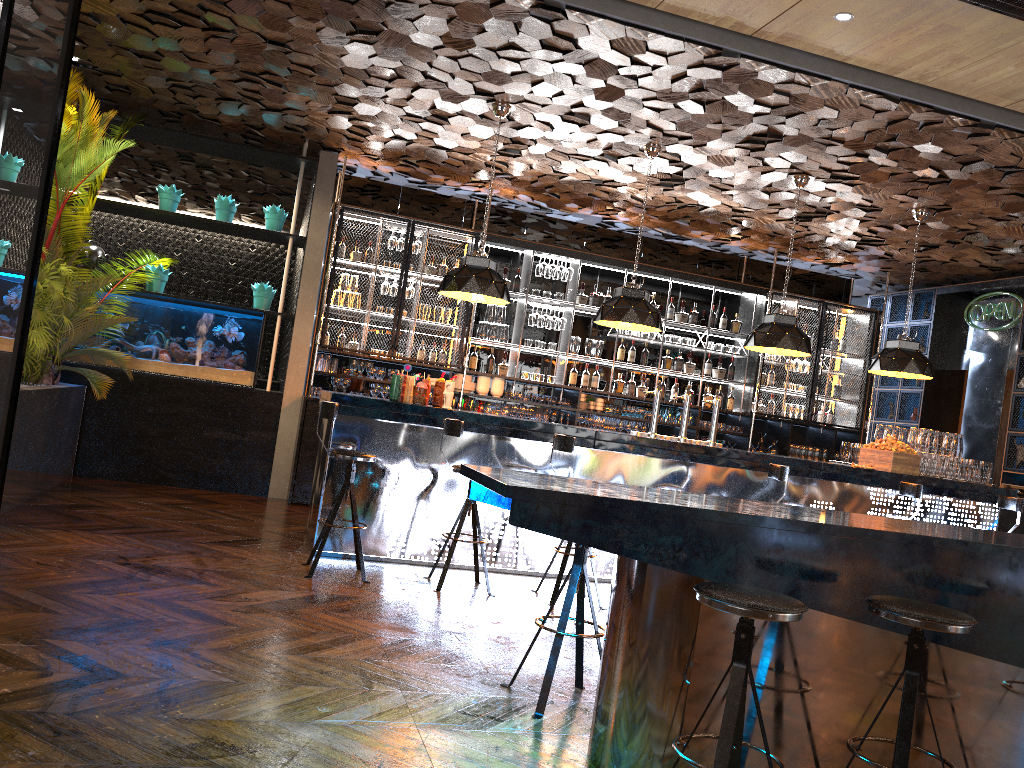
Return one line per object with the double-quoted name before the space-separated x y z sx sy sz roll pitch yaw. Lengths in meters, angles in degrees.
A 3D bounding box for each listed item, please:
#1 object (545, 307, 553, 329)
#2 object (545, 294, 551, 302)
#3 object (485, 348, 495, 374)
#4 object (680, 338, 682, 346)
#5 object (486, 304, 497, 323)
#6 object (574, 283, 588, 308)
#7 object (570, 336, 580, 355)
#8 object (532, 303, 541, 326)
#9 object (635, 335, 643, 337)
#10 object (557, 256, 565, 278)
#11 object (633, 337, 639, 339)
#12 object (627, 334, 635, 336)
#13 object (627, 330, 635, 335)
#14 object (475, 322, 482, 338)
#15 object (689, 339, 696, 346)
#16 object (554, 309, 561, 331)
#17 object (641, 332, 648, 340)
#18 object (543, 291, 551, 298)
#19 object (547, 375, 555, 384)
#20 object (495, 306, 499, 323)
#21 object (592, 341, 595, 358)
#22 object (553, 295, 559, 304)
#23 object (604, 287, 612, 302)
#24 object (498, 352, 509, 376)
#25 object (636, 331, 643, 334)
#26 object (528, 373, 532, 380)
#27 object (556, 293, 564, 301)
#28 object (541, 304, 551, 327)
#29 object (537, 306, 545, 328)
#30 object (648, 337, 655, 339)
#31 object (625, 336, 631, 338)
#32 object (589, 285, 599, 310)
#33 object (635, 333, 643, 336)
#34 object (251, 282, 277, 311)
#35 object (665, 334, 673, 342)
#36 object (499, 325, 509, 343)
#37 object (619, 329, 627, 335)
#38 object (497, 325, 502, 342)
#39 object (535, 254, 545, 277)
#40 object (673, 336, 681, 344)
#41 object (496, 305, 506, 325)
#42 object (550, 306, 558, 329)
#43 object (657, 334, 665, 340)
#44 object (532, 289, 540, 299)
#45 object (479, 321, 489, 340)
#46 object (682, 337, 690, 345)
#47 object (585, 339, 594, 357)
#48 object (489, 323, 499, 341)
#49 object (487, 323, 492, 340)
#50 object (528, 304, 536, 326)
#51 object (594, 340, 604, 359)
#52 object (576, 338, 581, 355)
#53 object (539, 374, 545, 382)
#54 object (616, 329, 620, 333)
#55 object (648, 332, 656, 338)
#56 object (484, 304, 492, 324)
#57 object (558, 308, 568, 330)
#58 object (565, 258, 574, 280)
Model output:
"object" 0.432 -0.753 10.146 0.092 0.244 0.092 7 -2 35
"object" 0.403 -0.993 10.161 0.089 0.092 0.089 8 -2 -5
"object" -0.235 -0.253 9.865 0.086 0.297 0.086 8 -2 18
"object" 1.984 -0.505 10.575 0.089 0.092 0.089 9 -2 -16
"object" -0.224 -0.787 9.877 0.105 0.209 0.105 7 -2 30
"object" 0.798 -1.022 10.169 0.123 0.279 0.123 9 -2 -27
"object" 0.708 -0.435 10.085 0.105 0.209 0.105 7 -2 30
"object" 0.277 -0.782 9.932 0.092 0.244 0.092 7 -2 35
"object" 1.482 -0.585 10.329 0.089 0.092 0.089 9 -2 -26
"object" 0.559 -1.318 10.003 0.092 0.244 0.092 7 -2 35
"object" 1.464 -0.583 10.474 0.089 0.092 0.089 8 -2 10
"object" 1.382 -0.601 10.262 0.089 0.092 0.089 10 -2 -44
"object" 1.385 -0.621 10.262 0.089 0.092 0.089 7 -2 26
"object" -0.351 -0.592 9.967 0.105 0.209 0.105 7 -2 30
"object" 2.129 -0.486 10.501 0.089 0.092 0.089 7 -2 29
"object" 0.531 -0.738 10.173 0.092 0.244 0.092 7 -2 35
"object" 1.568 -0.568 10.467 0.089 0.092 0.089 9 -2 -26
"object" 0.389 -0.998 10.030 0.089 0.092 0.089 7 -2 43
"object" 0.440 -0.046 10.039 0.089 0.092 0.089 8 -2 -5
"object" -0.144 -0.772 10.003 0.105 0.209 0.105 7 -2 30
"object" 0.974 -0.391 10.275 0.105 0.209 0.105 7 -2 30
"object" 0.519 -0.974 10.205 0.089 0.092 0.089 7 -2 43
"object" 1.107 -0.977 10.254 0.083 0.282 0.083 8 -2 0
"object" -0.090 -0.220 9.918 0.123 0.279 0.123 8 -2 -2
"object" 1.489 -0.633 10.331 0.089 0.092 0.089 9 -2 -20
"object" 0.176 -0.082 10.119 0.089 0.092 0.089 10 -2 -44
"object" 0.539 -0.977 10.019 0.089 0.092 0.089 7 -2 43
"object" 0.382 -0.766 9.961 0.092 0.244 0.092 7 -2 35
"object" 0.338 -0.768 10.120 0.092 0.244 0.092 7 -2 35
"object" 1.628 -0.563 10.339 0.089 0.092 0.089 8 -2 10
"object" 1.371 -0.598 10.422 0.089 0.092 0.089 8 -2 10
"object" 0.949 -1.002 10.209 0.083 0.282 0.083 9 -2 -30
"object" 1.485 -0.607 10.330 0.089 0.092 0.089 9 -2 -26
"object" -2.574 -0.907 9.151 0.265 0.325 0.245 9 -2 -22
"object" 1.836 -0.532 10.396 0.089 0.092 0.089 10 -2 -44
"object" -0.083 -0.554 9.908 0.105 0.209 0.105 7 -2 30
"object" 1.285 -0.616 10.241 0.089 0.092 0.089 8 -2 10
"object" -0.125 -0.558 10.011 0.105 0.209 0.105 7 -2 30
"object" 0.315 -1.350 10.106 0.092 0.244 0.092 7 -2 35
"object" 1.937 -0.516 10.437 0.089 0.092 0.089 7 -2 38
"object" -0.116 -0.770 9.917 0.105 0.209 0.105 7 -2 30
"object" 0.476 -0.751 9.987 0.092 0.244 0.092 7 -2 35
"object" 1.770 -0.537 10.548 0.089 0.092 0.089 7 -2 26
"object" 0.267 -1.016 10.020 0.089 0.092 0.089 7 -2 43
"object" -0.309 -0.588 9.857 0.105 0.209 0.105 7 -2 30
"object" 2.043 -0.500 10.441 0.089 0.092 0.089 7 -2 38
"object" 0.882 -0.407 10.162 0.105 0.209 0.105 7 -2 30
"object" -0.196 -0.571 9.889 0.105 0.209 0.105 7 -2 30
"object" -0.232 -0.574 9.992 0.105 0.209 0.105 7 -2 30
"object" 0.233 -0.784 10.090 0.092 0.244 0.092 7 -2 35
"object" 0.992 -0.391 10.168 0.105 0.209 0.105 7 -2 30
"object" 0.737 -0.427 10.213 0.105 0.209 0.105 7 -2 30
"object" 0.322 -0.062 10.072 0.089 0.092 0.089 8 -2 -5
"object" 1.263 -0.614 10.405 0.089 0.092 0.089 10 -2 -44
"object" 1.630 -0.583 10.340 0.089 0.092 0.089 9 -2 -25
"object" -0.260 -0.789 9.983 0.105 0.209 0.105 7 -2 30
"object" 0.575 -0.736 10.015 0.092 0.244 0.092 7 -2 35
"object" 0.657 -1.303 10.030 0.092 0.244 0.092 7 -2 35
